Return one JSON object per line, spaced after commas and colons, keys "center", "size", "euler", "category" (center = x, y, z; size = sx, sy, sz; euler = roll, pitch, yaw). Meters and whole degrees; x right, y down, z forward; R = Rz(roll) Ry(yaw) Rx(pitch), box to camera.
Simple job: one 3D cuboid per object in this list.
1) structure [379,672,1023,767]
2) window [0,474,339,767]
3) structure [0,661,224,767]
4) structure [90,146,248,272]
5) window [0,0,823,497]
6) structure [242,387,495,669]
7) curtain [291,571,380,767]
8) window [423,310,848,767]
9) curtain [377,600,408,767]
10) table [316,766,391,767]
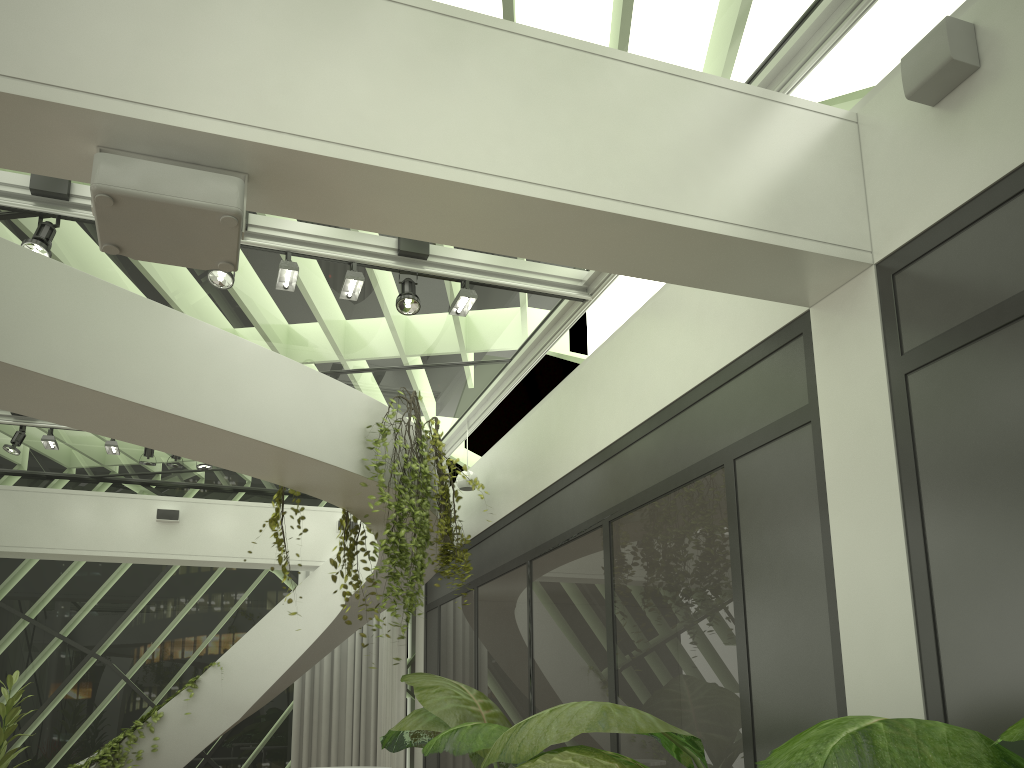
{"center": [0.203, 1.928, 3.632], "size": [1.790, 1.650, 9.256], "euler": [5, -22, -18], "category": "structure"}
{"center": [-4.345, 3.515, 11.170], "size": [5.763, 4.472, 0.039], "euler": [6, -14, -19], "category": "window"}
{"center": [-4.666, 3.175, 7.754], "size": [2.037, 1.605, 4.971], "euler": [-4, -21, 11], "category": "structure"}
{"center": [-1.105, -0.577, 2.842], "size": [0.464, 0.266, 0.403], "euler": [6, -20, -19], "category": "structure"}
{"center": [-1.630, -1.643, 4.008], "size": [5.712, 0.053, 17.389], "euler": [6, -22, -18], "category": "window"}
{"center": [-1.063, 1.070, 6.517], "size": [1.457, 1.995, 1.680], "euler": [-12, -20, 33], "category": "structure"}
{"center": [-2.260, 3.838, 11.611], "size": [1.235, 3.938, 0.165], "euler": [5, -14, -21], "category": "curtain"}
{"center": [0.188, 2.484, 6.857], "size": [0.050, 3.115, 7.469], "euler": [4, -20, -19], "category": "window"}
{"center": [-1.499, 3.609, 11.045], "size": [0.160, 3.938, 1.033], "euler": [4, -14, -20], "category": "curtain"}
{"center": [-1.437, 3.770, 7.281], "size": [0.859, 1.055, 0.889], "euler": [-5, -17, 15], "category": "table"}
